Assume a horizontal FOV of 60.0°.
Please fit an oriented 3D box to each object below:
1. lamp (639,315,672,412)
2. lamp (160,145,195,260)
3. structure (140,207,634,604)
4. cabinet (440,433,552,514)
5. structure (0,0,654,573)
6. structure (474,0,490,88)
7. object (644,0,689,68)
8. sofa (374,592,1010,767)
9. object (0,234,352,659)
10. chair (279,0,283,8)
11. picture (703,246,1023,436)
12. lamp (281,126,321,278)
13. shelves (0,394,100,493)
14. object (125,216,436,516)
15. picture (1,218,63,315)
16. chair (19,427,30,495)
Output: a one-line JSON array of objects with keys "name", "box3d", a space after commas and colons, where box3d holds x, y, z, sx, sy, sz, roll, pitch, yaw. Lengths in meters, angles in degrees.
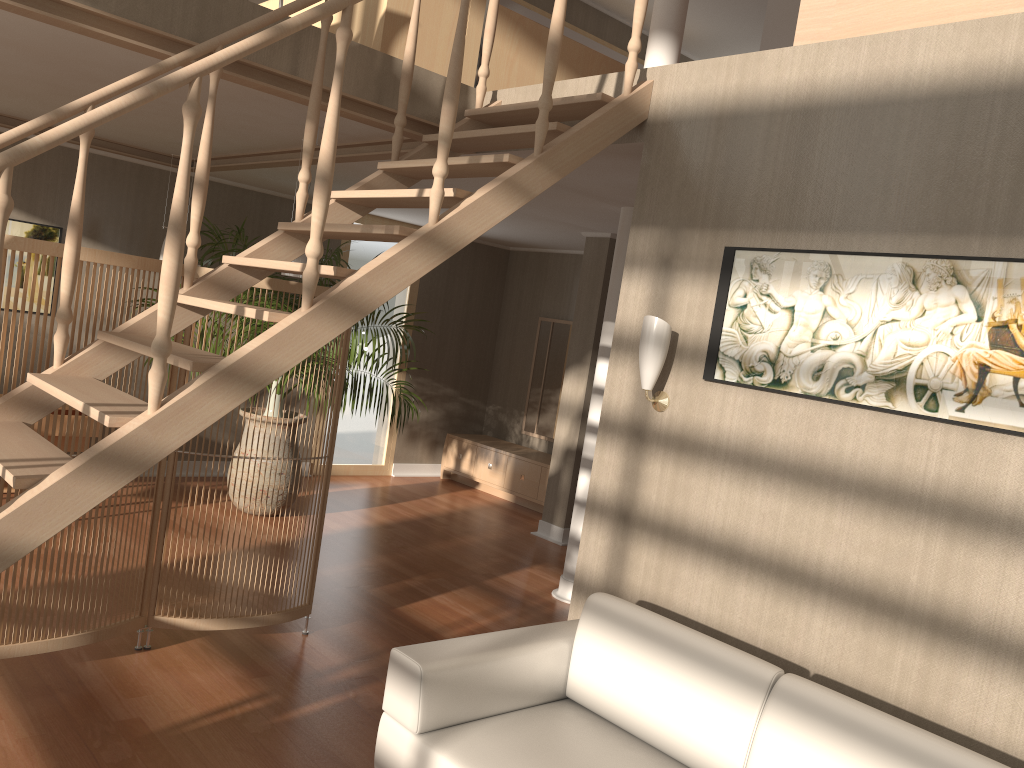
[{"name": "lamp", "box3d": [0.537, -0.074, 3.333, 0.153, 0.353, 0.112, 5, 5, -42]}, {"name": "lamp", "box3d": [-2.256, -1.225, 5.991, 0.139, 0.800, 0.139, 10, 4, 22]}, {"name": "structure", "box3d": [0.589, 0.141, 4.335, 10.775, 2.533, 8.342, 5, 5, -42]}, {"name": "cabinet", "box3d": [0.120, 0.869, 8.285, 0.500, 0.458, 1.911, 5, 5, -42]}, {"name": "structure", "box3d": [-1.053, -0.550, 2.895, 3.150, 3.578, 1.000, 5, 5, -42]}, {"name": "structure", "box3d": [-2.424, -2.239, 4.459, 3.300, 0.900, 3.475, 5, 5, -42]}, {"name": "object", "box3d": [0.986, -2.525, 5.238, 0.200, 2.400, 0.200, 5, 5, -42]}, {"name": "sofa", "box3d": [0.508, 1.163, 2.362, 0.905, 0.740, 1.781, 5, 5, -42]}, {"name": "object", "box3d": [-1.663, 0.254, 3.424, 2.229, 1.542, 0.233, 6, 5, -37]}, {"name": "chair", "box3d": [-1.409, -2.025, 4.336, 0.496, 0.796, 0.430, 12, 5, 42]}, {"name": "picture", "box3d": [1.242, -0.143, 2.662, 0.018, 0.487, 1.531, 5, 5, -42]}, {"name": "lamp", "box3d": [-1.097, -0.965, 4.696, 0.139, 0.800, 0.139, 8, 4, -7]}, {"name": "shelves", "box3d": [-3.602, 0.385, 5.695, 1.600, 0.590, 0.658, 5, 5, -42]}, {"name": "object", "box3d": [-1.705, -0.004, 6.400, 2.109, 2.304, 2.157, 11, 4, 36]}, {"name": "picture", "box3d": [-3.741, -0.850, 5.910, 1.317, 0.633, 0.010, 5, 5, -42]}, {"name": "chair", "box3d": [-3.181, 0.361, 5.137, 0.582, 0.856, 0.509, 9, 4, -2]}]
